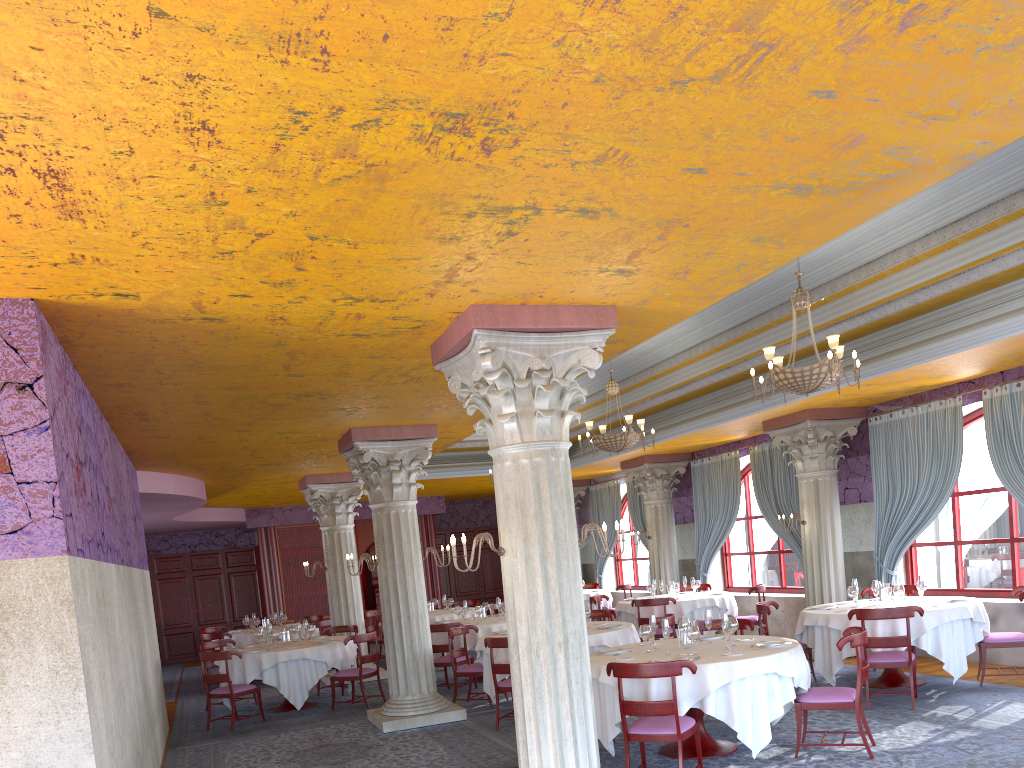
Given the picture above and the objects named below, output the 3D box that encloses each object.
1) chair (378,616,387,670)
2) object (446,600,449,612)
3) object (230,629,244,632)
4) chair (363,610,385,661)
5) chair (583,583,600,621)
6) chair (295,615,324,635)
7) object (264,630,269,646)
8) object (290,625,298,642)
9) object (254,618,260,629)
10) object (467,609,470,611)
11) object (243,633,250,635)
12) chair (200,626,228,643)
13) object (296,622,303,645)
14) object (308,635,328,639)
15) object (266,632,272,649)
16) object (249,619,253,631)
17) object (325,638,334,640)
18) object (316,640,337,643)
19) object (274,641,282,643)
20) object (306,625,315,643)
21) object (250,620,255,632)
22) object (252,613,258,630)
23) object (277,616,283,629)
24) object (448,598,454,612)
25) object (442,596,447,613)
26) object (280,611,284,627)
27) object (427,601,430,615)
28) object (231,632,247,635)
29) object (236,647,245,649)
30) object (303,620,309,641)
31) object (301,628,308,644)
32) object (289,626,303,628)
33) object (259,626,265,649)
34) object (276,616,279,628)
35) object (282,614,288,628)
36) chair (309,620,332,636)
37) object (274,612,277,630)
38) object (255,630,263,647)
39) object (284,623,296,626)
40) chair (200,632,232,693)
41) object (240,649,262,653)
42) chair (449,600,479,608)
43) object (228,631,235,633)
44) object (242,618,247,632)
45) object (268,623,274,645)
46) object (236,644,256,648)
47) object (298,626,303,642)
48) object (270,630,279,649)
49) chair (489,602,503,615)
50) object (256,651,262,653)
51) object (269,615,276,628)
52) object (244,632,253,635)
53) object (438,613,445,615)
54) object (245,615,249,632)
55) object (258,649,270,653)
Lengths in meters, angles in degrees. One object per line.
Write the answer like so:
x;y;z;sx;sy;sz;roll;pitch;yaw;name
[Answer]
-2.067;4.824;15.960;0.755;1.101;0.638;-6;0;25;chair
-1.273;4.378;16.882;0.086;0.240;0.084;-5;2;5;object
-5.531;4.950;17.170;0.311;0.024;0.320;-1;-12;-20;object
-2.655;5.199;17.588;0.652;1.100;0.740;-5;-1;25;chair
1.767;5.356;20.576;0.755;1.101;0.638;-6;0;25;chair
-4.278;5.432;17.981;0.755;1.101;0.638;-6;0;25;chair
-3.730;3.851;12.969;0.086;0.240;0.084;-4;3;27;object
-3.360;3.852;13.224;0.122;0.266;0.122;-6;1;-7;object
-4.889;4.626;16.440;0.122;0.266;0.122;-6;1;-7;object
-0.902;4.414;16.705;0.311;0.024;0.320;-1;-12;-20;object
-4.989;4.702;16.110;0.022;0.003;0.254;-10;-12;23;object
-5.899;5.475;17.403;0.652;1.100;0.740;-5;-1;25;chair
-3.119;3.664;12.566;0.074;0.339;0.072;-4;4;16;object
-3.070;4.002;13.529;0.311;0.024;0.320;-1;-12;-20;object
-3.536;3.740;12.498;0.084;0.240;0.086;-7;3;-40;object
-5.179;4.772;16.977;0.084;0.240;0.086;-7;3;-40;object
-2.796;3.900;13.102;0.158;0.009;0.161;-5;-11;0;object
-2.696;3.768;12.512;0.311;0.024;0.320;-1;-12;-20;object
-3.676;4.057;13.470;0.157;0.009;0.162;4;-14;-39;object
-3.005;3.732;12.785;0.122;0.266;0.122;-6;1;-7;object
-4.986;4.662;16.506;0.084;0.240;0.086;-7;3;-40;object
-5.137;4.742;17.093;0.074;0.339;0.072;-4;4;16;object
-4.517;4.654;16.697;0.086;0.240;0.084;-5;2;5;object
-1.210;4.377;16.979;0.121;0.266;0.123;-6;2;-29;object
-1.325;4.310;16.759;0.074;0.339;0.072;-4;4;16;object
-4.596;4.694;17.117;0.074;0.339;0.072;-4;4;16;object
-1.646;4.350;16.625;0.121;0.266;0.123;-6;2;-29;object
-5.158;4.715;16.153;0.311;0.024;0.320;-1;-12;-20;object
-4.138;3.996;12.959;0.260;0.020;0.054;-12;-11;29;object
-3.147;3.773;13.109;0.074;0.339;0.072;-4;4;16;object
-3.068;3.732;12.689;0.086;0.240;0.084;-5;2;5;object
-4.145;4.690;16.520;0.311;0.024;0.320;-1;-12;-20;object
-3.661;3.712;12.543;0.074;0.339;0.072;-4;4;16;object
-4.711;4.765;17.168;0.086;0.240;0.084;-4;3;27;object
-4.454;4.653;16.793;0.121;0.266;0.123;-6;2;-29;object
-3.689;5.057;16.353;0.652;1.100;0.740;-5;-1;25;chair
-4.569;4.586;16.574;0.074;0.339;0.072;-4;4;16;object
-3.796;3.825;12.871;0.122;0.266;0.122;-6;1;-7;object
-4.519;4.924;17.537;0.311;0.024;0.320;-1;-12;-20;object
-5.310;5.100;15.775;0.755;1.101;0.638;-6;0;25;chair
-3.708;3.794;12.145;0.311;0.024;0.320;-1;-12;-20;object
-1.035;5.156;18.166;0.755;1.101;0.638;-6;0;25;chair
-5.587;4.918;16.967;0.260;0.020;0.054;-12;-11;29;object
-5.245;4.746;16.879;0.122;0.266;0.122;-6;1;-7;object
-3.688;3.820;13.085;0.074;0.339;0.072;-4;4;16;object
-4.082;4.028;13.162;0.311;0.024;0.320;-1;-12;-20;object
-3.262;3.843;13.160;0.084;0.240;0.086;-7;3;-40;object
-3.440;3.705;12.432;0.122;0.266;0.122;-6;1;-7;object
-0.446;4.781;16.538;0.652;1.100;0.740;-5;-1;25;chair
-3.540;3.780;12.102;0.022;0.003;0.254;-10;-12;23;object
-4.810;4.773;17.232;0.122;0.266;0.122;-6;1;-7;object
-4.954;4.687;16.095;0.055;0.020;0.257;-10;-12;28;object
-1.362;4.409;16.416;0.157;0.009;0.162;-1;-12;-20;object
-5.110;4.633;16.551;0.074;0.339;0.072;-4;4;16;object
-3.505;3.765;12.087;0.055;0.020;0.257;-10;-12;28;object
